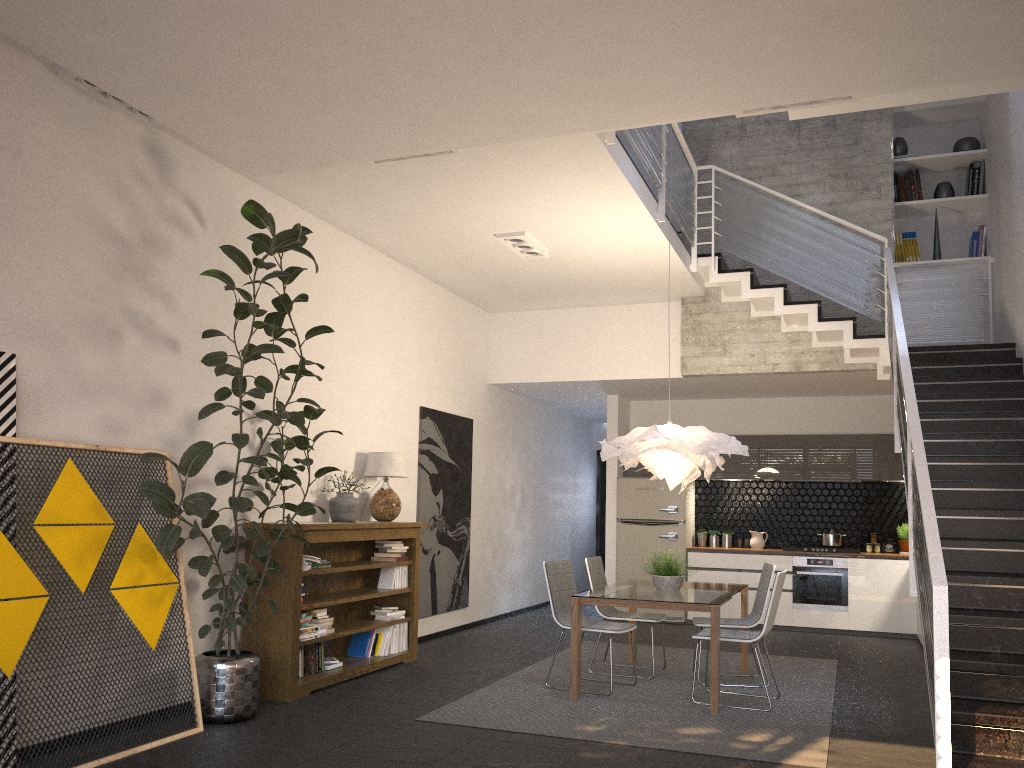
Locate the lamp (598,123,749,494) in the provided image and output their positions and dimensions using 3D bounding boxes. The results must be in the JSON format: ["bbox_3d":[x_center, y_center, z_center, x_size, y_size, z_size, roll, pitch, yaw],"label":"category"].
[{"bbox_3d":[1.268,-1.735,7.040,1.118,5.186,1.066,-2,-6,32],"label":"lamp"}]

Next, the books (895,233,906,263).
[{"bbox_3d":[3.907,-1.311,8.986,0.159,0.370,0.273,-1,-6,21],"label":"books"}]

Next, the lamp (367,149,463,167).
[{"bbox_3d":[-0.654,-1.482,5.562,0.645,0.066,0.255,-2,-8,21],"label":"lamp"}]

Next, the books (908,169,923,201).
[{"bbox_3d":[4.088,-1.949,8.977,0.134,0.380,0.273,-1,-6,21],"label":"books"}]

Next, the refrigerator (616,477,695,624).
[{"bbox_3d":[1.748,2.010,10.808,0.829,1.703,0.773,-1,-6,21],"label":"refrigerator"}]

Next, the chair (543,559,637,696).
[{"bbox_3d":[0.571,1.787,6.577,0.602,0.915,0.477,-2,-7,31],"label":"chair"}]

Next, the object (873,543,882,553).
[{"bbox_3d":[4.215,1.892,10.207,0.083,0.113,0.083,-2,-7,31],"label":"object"}]

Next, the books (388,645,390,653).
[{"bbox_3d":[-1.071,2.118,7.280,0.155,0.202,0.073,-1,-6,21],"label":"books"}]

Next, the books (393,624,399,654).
[{"bbox_3d":[-1.027,2.112,7.367,0.175,0.242,0.024,-1,-5,21],"label":"books"}]

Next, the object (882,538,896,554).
[{"bbox_3d":[4.328,1.857,10.160,0.141,0.173,0.142,-1,-7,21],"label":"object"}]

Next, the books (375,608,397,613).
[{"bbox_3d":[-1.047,1.873,7.349,0.155,0.022,0.206,1,-8,1],"label":"books"}]

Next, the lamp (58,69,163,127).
[{"bbox_3d":[-2.152,-1.606,4.912,0.253,0.066,0.648,-2,-9,21],"label":"lamp"}]

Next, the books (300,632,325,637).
[{"bbox_3d":[-1.484,1.745,6.202,0.219,0.008,0.290,-3,-9,27],"label":"books"}]

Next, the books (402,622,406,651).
[{"bbox_3d":[-0.982,2.133,7.515,0.175,0.242,0.024,-1,-5,21],"label":"books"}]

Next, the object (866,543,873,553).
[{"bbox_3d":[4.135,1.895,10.242,0.083,0.113,0.083,-1,-6,21],"label":"object"}]

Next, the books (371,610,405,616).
[{"bbox_3d":[-1.030,1.898,7.355,0.175,0.023,0.244,-3,-9,31],"label":"books"}]

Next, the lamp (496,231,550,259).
[{"bbox_3d":[0.102,-1.189,7.525,0.253,0.066,0.648,-2,-9,21],"label":"lamp"}]

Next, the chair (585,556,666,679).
[{"bbox_3d":[0.923,1.886,7.227,0.602,0.915,0.477,-1,-6,21],"label":"chair"}]

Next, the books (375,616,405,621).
[{"bbox_3d":[-1.014,1.939,7.340,0.155,0.020,0.206,-4,-9,31],"label":"books"}]

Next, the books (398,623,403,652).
[{"bbox_3d":[-1.005,2.123,7.449,0.174,0.242,0.019,-1,-5,21],"label":"books"}]

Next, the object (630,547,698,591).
[{"bbox_3d":[1.182,1.405,6.780,0.531,0.365,0.671,-1,-8,16],"label":"object"}]

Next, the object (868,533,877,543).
[{"bbox_3d":[4.164,1.782,10.228,0.083,0.113,0.083,1,-6,1],"label":"object"}]

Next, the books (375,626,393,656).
[{"bbox_3d":[-1.079,2.098,7.257,0.174,0.234,0.101,-1,-6,21],"label":"books"}]

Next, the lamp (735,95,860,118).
[{"bbox_3d":[1.513,-1.551,4.730,0.645,0.066,0.255,-2,-8,21],"label":"lamp"}]

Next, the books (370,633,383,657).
[{"bbox_3d":[-1.143,2.115,7.185,0.146,0.182,0.148,-1,-7,24],"label":"books"}]

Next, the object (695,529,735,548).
[{"bbox_3d":[2.484,1.890,10.846,0.482,0.219,0.173,-1,-7,18],"label":"object"}]

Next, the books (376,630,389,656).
[{"bbox_3d":[-1.094,2.112,7.220,0.155,0.193,0.105,-1,-6,21],"label":"books"}]

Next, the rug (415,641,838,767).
[{"bbox_3d":[1.171,2.273,6.697,2.372,0.006,3.706,-2,-9,21],"label":"rug"}]

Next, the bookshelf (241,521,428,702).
[{"bbox_3d":[-1.294,1.652,6.807,0.451,1.166,1.929,-1,-7,21],"label":"bookshelf"}]

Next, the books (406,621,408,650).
[{"bbox_3d":[-0.969,2.138,7.543,0.174,0.243,0.040,-1,-5,21],"label":"books"}]

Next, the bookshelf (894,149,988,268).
[{"bbox_3d":[4.174,-1.666,8.835,0.973,1.101,0.445,-1,-6,21],"label":"bookshelf"}]

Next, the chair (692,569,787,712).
[{"bbox_3d":[1.596,1.752,6.170,0.602,0.915,0.477,-1,-6,24],"label":"chair"}]

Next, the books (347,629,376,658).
[{"bbox_3d":[-1.211,2.083,7.139,0.171,0.226,0.165,-1,-6,21],"label":"books"}]

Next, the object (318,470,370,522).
[{"bbox_3d":[-1.319,0.878,6.951,0.385,0.410,0.277,1,-6,-1],"label":"object"}]

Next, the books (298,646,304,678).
[{"bbox_3d":[-1.557,1.943,6.228,0.167,0.240,0.100,-1,-6,21],"label":"books"}]

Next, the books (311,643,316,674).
[{"bbox_3d":[-1.500,1.965,6.388,0.171,0.240,0.085,-1,-6,21],"label":"books"}]

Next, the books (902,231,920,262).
[{"bbox_3d":[4.028,-1.317,8.940,0.171,0.371,0.273,-1,-6,21],"label":"books"}]

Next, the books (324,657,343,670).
[{"bbox_3d":[-1.390,2.091,6.614,0.270,0.050,0.259,5,-9,-24],"label":"books"}]

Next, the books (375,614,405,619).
[{"bbox_3d":[-1.010,1.920,7.346,0.174,0.019,0.245,0,-8,11],"label":"books"}]

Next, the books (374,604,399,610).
[{"bbox_3d":[-1.048,1.852,7.357,0.147,0.023,0.222,5,-9,-27],"label":"books"}]

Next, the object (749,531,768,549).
[{"bbox_3d":[2.963,1.879,10.666,0.190,0.214,0.172,-3,-7,34],"label":"object"}]

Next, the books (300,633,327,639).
[{"bbox_3d":[-1.479,1.758,6.199,0.219,0.008,0.306,-3,-9,25],"label":"books"}]

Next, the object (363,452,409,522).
[{"bbox_3d":[-1.073,0.878,7.526,0.389,0.579,0.391,2,-6,-10],"label":"object"}]

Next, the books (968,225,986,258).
[{"bbox_3d":[4.580,-1.338,8.728,0.146,0.381,0.273,-1,-6,21],"label":"books"}]

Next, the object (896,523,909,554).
[{"bbox_3d":[4.495,1.755,10.061,0.245,0.352,0.235,-2,-6,25],"label":"object"}]

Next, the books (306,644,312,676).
[{"bbox_3d":[-1.522,1.965,6.332,0.171,0.223,0.083,-1,-6,21],"label":"books"}]

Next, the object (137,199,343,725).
[{"bbox_3d":[-1.546,0.444,5.466,0.908,3.183,2.022,1,-6,-1],"label":"object"}]

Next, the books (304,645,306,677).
[{"bbox_3d":[-1.541,1.950,6.284,0.171,0.239,0.055,-1,-6,21],"label":"books"}]

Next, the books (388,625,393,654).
[{"bbox_3d":[-1.073,2.106,7.333,0.175,0.242,0.024,-1,-5,21],"label":"books"}]

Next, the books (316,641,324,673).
[{"bbox_3d":[-1.464,1.974,6.450,0.167,0.240,0.104,-1,-6,21],"label":"books"}]

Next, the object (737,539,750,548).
[{"bbox_3d":[2.809,1.939,10.756,0.160,0.110,0.078,-2,-7,26],"label":"object"}]

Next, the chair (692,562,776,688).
[{"bbox_3d":[1.731,1.860,6.917,0.601,0.915,0.477,1,-6,7],"label":"chair"}]

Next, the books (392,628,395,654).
[{"bbox_3d":[-1.045,2.127,7.349,0.155,0.204,0.021,-1,-5,21],"label":"books"}]

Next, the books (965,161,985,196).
[{"bbox_3d":[4.579,-1.966,8.768,0.160,0.380,0.267,-1,-6,21],"label":"books"}]
